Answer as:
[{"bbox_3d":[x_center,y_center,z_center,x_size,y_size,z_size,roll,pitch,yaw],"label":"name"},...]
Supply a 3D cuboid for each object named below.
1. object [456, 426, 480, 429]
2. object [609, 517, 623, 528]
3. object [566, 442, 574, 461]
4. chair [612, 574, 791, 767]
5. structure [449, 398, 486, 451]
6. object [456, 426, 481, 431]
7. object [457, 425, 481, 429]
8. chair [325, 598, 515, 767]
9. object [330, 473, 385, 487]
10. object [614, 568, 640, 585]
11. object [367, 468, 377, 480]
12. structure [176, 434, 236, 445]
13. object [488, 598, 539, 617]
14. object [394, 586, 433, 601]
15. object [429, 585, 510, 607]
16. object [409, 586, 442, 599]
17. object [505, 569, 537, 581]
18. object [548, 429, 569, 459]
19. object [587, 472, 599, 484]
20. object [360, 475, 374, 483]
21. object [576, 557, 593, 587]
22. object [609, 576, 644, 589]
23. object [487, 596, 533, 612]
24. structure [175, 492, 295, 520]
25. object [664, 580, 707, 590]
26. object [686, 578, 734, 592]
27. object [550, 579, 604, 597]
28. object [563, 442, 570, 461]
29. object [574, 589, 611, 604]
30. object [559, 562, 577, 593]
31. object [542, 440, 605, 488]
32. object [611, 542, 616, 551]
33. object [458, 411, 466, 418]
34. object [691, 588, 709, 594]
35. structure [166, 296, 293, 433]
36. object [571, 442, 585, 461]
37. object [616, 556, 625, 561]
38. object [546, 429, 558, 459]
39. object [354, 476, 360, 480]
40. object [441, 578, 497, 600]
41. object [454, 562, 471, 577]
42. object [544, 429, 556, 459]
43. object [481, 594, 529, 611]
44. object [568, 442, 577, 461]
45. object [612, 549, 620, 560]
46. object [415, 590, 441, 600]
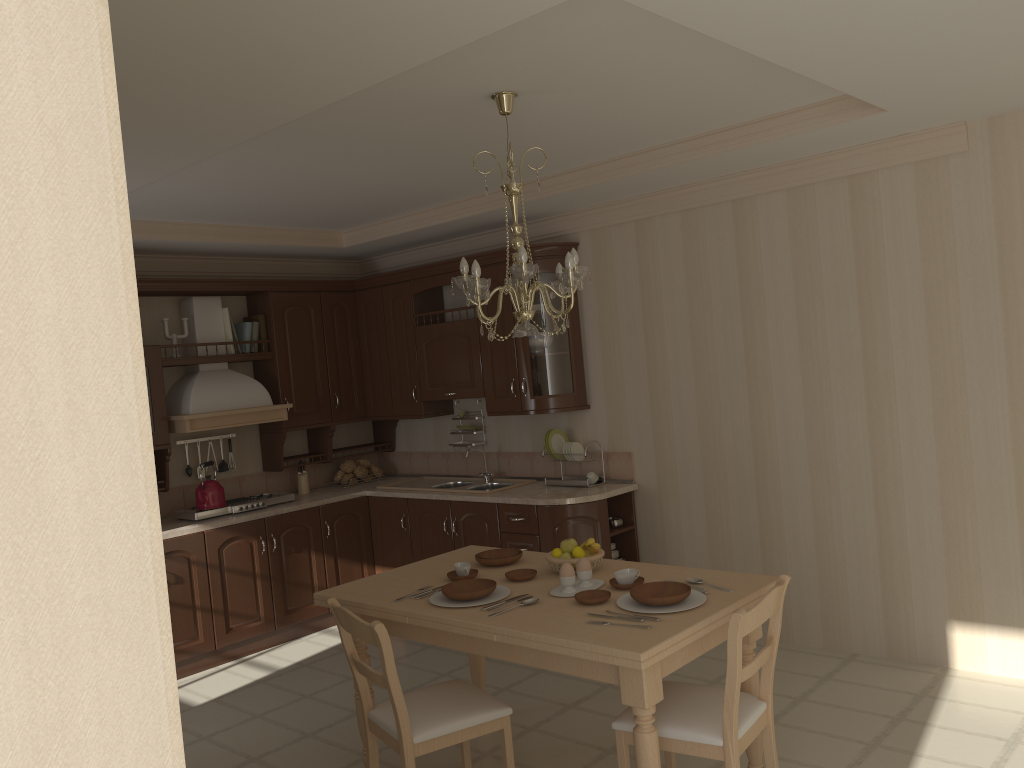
[{"bbox_3d":[-0.297,0.302,6.082,0.174,0.051,0.167,-4,2,42],"label":"object"},{"bbox_3d":[0.604,0.828,5.299,0.084,0.045,0.120,-6,2,-37],"label":"object"},{"bbox_3d":[0.371,0.415,5.434,0.034,0.119,0.123,-4,2,44],"label":"object"},{"bbox_3d":[0.645,1.075,2.922,0.517,0.846,0.462,-4,2,35],"label":"chair"},{"bbox_3d":[-0.321,0.282,6.123,0.256,0.361,0.131,-4,2,42],"label":"structure"},{"bbox_3d":[-0.297,0.305,6.082,0.174,0.051,0.167,-4,2,42],"label":"object"},{"bbox_3d":[-0.297,0.299,6.083,0.174,0.051,0.167,-4,2,42],"label":"object"},{"bbox_3d":[-0.317,1.156,3.142,0.517,0.846,0.462,-6,2,-31],"label":"chair"},{"bbox_3d":[-1.132,0.702,6.512,0.199,0.060,0.364,-4,2,42],"label":"object"},{"bbox_3d":[0.419,0.702,3.203,0.119,0.055,0.063,-6,2,-34],"label":"object"},{"bbox_3d":[-1.066,0.669,6.617,0.125,0.100,0.091,-4,2,38],"label":"object"},{"bbox_3d":[-2.005,0.361,5.825,0.008,0.020,0.422,-4,2,42],"label":"structure"},{"bbox_3d":[0.008,0.768,3.050,0.219,0.011,0.047,-6,2,-39],"label":"object"},{"bbox_3d":[-0.374,0.798,3.381,0.028,0.004,0.218,-4,2,32],"label":"object"},{"bbox_3d":[-0.154,0.778,3.251,0.299,0.009,0.299,-4,2,41],"label":"object"},{"bbox_3d":[-0.309,0.790,3.392,0.018,0.008,0.212,-4,2,42],"label":"object"},{"bbox_3d":[0.036,0.747,3.454,0.127,0.026,0.126,-5,1,7],"label":"object"},{"bbox_3d":[0.292,0.373,5.504,0.047,0.188,0.193,-4,2,43],"label":"object"},{"bbox_3d":[0.491,0.570,5.397,0.073,0.072,0.085,-5,1,7],"label":"object"},{"bbox_3d":[-1.073,0.696,6.542,0.105,0.060,0.103,-4,2,37],"label":"object"},{"bbox_3d":[0.267,0.690,3.272,0.058,0.104,0.058,-5,2,21],"label":"object"},{"bbox_3d":[0.415,0.719,3.198,0.127,0.026,0.126,-4,2,33],"label":"object"},{"bbox_3d":[-0.002,0.770,3.114,0.216,0.004,0.022,-7,2,-42],"label":"object"},{"bbox_3d":[-1.739,0.769,5.651,0.325,0.054,0.710,-4,2,42],"label":"structure"},{"bbox_3d":[0.614,0.713,3.155,0.022,0.004,0.216,-6,2,-32],"label":"object"},{"bbox_3d":[0.691,0.705,3.112,0.047,0.011,0.219,-6,2,-32],"label":"object"},{"bbox_3d":[0.238,0.744,3.236,0.157,0.005,0.245,-4,2,39],"label":"object"},{"bbox_3d":[0.355,0.416,5.449,0.034,0.119,0.123,-4,2,42],"label":"object"},{"bbox_3d":[0.278,0.736,3.047,0.127,0.026,0.126,-4,2,33],"label":"object"},{"bbox_3d":[0.201,0.698,3.211,0.058,0.104,0.058,-5,2,21],"label":"object"},{"bbox_3d":[0.375,0.482,5.437,0.359,0.275,0.172,-4,2,43],"label":"object"},{"bbox_3d":[0.559,0.965,5.277,0.084,0.045,0.120,-6,2,-37],"label":"object"},{"bbox_3d":[-0.344,0.210,6.166,0.044,0.051,0.049,-5,1,11],"label":"object"},{"bbox_3d":[0.604,0.714,3.103,0.023,0.008,0.221,-6,2,-32],"label":"object"},{"bbox_3d":[-1.887,-0.146,5.685,0.455,0.845,0.753,-4,2,42],"label":"structure"},{"bbox_3d":[0.402,0.413,5.405,0.034,0.119,0.123,-4,2,42],"label":"object"},{"bbox_3d":[0.568,1.071,5.280,0.145,0.077,0.208,-6,2,-37],"label":"object"},{"bbox_3d":[0.279,0.374,5.516,0.047,0.188,0.193,-4,2,43],"label":"object"},{"bbox_3d":[-1.134,0.678,6.555,0.098,0.094,0.114,-5,2,23],"label":"object"},{"bbox_3d":[-0.156,0.760,3.252,0.204,0.042,0.204,-4,2,42],"label":"object"},{"bbox_3d":[-0.195,0.750,3.538,0.063,0.055,0.119,-6,2,-19],"label":"object"},{"bbox_3d":[0.265,0.375,5.529,0.047,0.188,0.193,-4,2,43],"label":"object"},{"bbox_3d":[-0.025,0.770,3.141,0.221,0.008,0.023,-7,2,-42],"label":"object"},{"bbox_3d":[0.386,0.414,5.420,0.034,0.119,0.123,-4,2,42],"label":"object"},{"bbox_3d":[0.563,1.012,5.278,0.106,0.057,0.152,-6,2,-37],"label":"object"},{"bbox_3d":[-0.279,0.788,3.369,0.022,0.008,0.218,-4,2,45],"label":"object"}]
